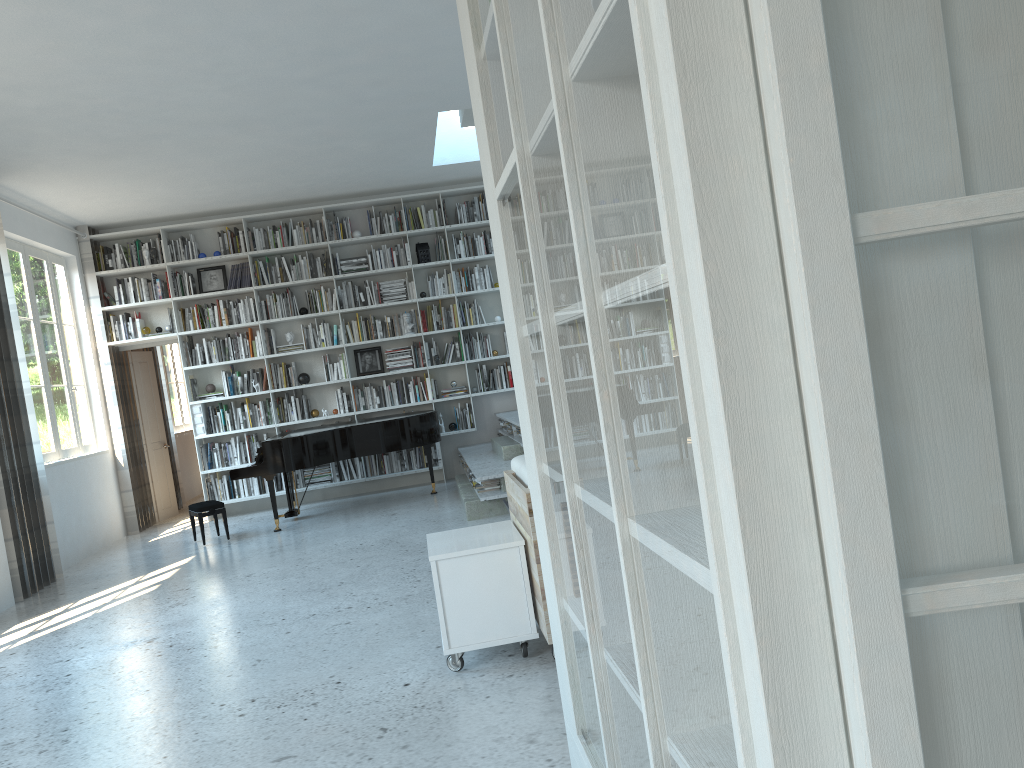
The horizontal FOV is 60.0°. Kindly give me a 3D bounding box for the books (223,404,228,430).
[{"bbox_3d":[-3.052,0.362,9.516,0.007,0.286,0.182,-9,2,-6],"label":"books"}]

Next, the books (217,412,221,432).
[{"bbox_3d":[-3.127,0.408,9.528,0.015,0.218,0.176,-9,2,-6],"label":"books"}]

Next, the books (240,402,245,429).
[{"bbox_3d":[-2.886,0.339,9.549,0.014,0.282,0.150,-9,2,-6],"label":"books"}]

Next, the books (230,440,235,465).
[{"bbox_3d":[-2.996,0.736,9.564,0.013,0.274,0.146,-9,2,-6],"label":"books"}]

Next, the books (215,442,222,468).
[{"bbox_3d":[-3.137,0.762,9.527,0.029,0.266,0.171,-9,2,-6],"label":"books"}]

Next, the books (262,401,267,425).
[{"bbox_3d":[-2.667,0.316,9.583,0.013,0.260,0.142,-9,2,-6],"label":"books"}]

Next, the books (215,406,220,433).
[{"bbox_3d":[-3.142,0.379,9.520,0.008,0.280,0.164,-9,2,-6],"label":"books"}]

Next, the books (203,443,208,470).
[{"bbox_3d":[-3.263,0.777,9.499,0.011,0.277,0.189,-9,2,-6],"label":"books"}]

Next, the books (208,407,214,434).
[{"bbox_3d":[-3.218,0.385,9.525,0.016,0.290,0.152,-9,2,-6],"label":"books"}]

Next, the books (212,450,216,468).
[{"bbox_3d":[-3.182,0.804,9.538,0.024,0.198,0.148,-9,2,-6],"label":"books"}]

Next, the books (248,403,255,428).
[{"bbox_3d":[-2.791,0.335,9.550,0.028,0.260,0.181,-9,2,-6],"label":"books"}]

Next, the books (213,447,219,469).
[{"bbox_3d":[-3.158,0.789,9.519,0.022,0.220,0.187,-9,2,-6],"label":"books"}]

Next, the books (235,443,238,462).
[{"bbox_3d":[-2.954,0.751,9.564,0.012,0.233,0.148,-9,2,-6],"label":"books"}]

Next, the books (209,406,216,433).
[{"bbox_3d":[-3.202,0.381,9.520,0.014,0.294,0.171,-9,2,-6],"label":"books"}]

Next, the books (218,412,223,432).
[{"bbox_3d":[-3.111,0.406,9.518,0.015,0.217,0.180,-9,2,-6],"label":"books"}]

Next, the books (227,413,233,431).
[{"bbox_3d":[-3.018,0.406,9.523,0.016,0.189,0.183,-9,2,-6],"label":"books"}]

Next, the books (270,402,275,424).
[{"bbox_3d":[-2.576,0.312,9.580,0.010,0.240,0.174,-9,2,-6],"label":"books"}]

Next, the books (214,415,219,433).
[{"bbox_3d":[-3.146,0.426,9.500,0.019,0.189,0.193,-9,2,-6],"label":"books"}]

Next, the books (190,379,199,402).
[{"bbox_3d":[-3.393,0.066,9.490,0.028,0.243,0.156,-9,2,-6],"label":"books"}]

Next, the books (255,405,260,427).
[{"bbox_3d":[-2.737,0.342,9.576,0.025,0.229,0.153,-9,2,-6],"label":"books"}]

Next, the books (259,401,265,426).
[{"bbox_3d":[-2.682,0.316,9.563,0.021,0.265,0.185,-9,2,-6],"label":"books"}]

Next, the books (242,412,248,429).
[{"bbox_3d":[-2.857,0.385,9.544,0.029,0.181,0.190,-9,2,-6],"label":"books"}]

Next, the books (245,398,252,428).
[{"bbox_3d":[-2.821,0.308,9.554,0.021,0.323,0.171,-9,2,-6],"label":"books"}]

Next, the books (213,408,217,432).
[{"bbox_3d":[-3.166,0.391,9.513,0.007,0.264,0.176,-9,2,-6],"label":"books"}]

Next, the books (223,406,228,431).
[{"bbox_3d":[-3.062,0.367,9.539,0.009,0.278,0.157,-9,2,-6],"label":"books"}]

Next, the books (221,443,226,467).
[{"bbox_3d":[-3.089,0.764,9.558,0.022,0.248,0.133,-9,2,-6],"label":"books"}]

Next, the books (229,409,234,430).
[{"bbox_3d":[-3.010,0.383,9.558,0.016,0.231,0.136,-9,2,-6],"label":"books"}]

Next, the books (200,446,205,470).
[{"bbox_3d":[-3.304,0.794,9.525,0.012,0.254,0.161,-9,2,-6],"label":"books"}]

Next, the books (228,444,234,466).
[{"bbox_3d":[-3.011,0.762,9.544,0.028,0.229,0.157,-9,2,-6],"label":"books"}]

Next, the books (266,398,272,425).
[{"bbox_3d":[-2.613,0.295,9.569,0.014,0.286,0.179,-9,2,-6],"label":"books"}]

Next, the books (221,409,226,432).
[{"bbox_3d":[-3.081,0.388,9.514,0.009,0.244,0.184,-9,2,-6],"label":"books"}]

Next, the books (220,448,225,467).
[{"bbox_3d":[-3.107,0.791,9.552,0.025,0.200,0.137,-9,2,-6],"label":"books"}]

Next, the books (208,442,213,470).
[{"bbox_3d":[-3.234,0.769,9.511,0.052,0.284,0.172,-9,2,-6],"label":"books"}]

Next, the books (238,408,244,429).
[{"bbox_3d":[-2.903,0.367,9.549,0.027,0.230,0.159,-9,2,-6],"label":"books"}]

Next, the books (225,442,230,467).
[{"bbox_3d":[-3.042,0.753,9.531,0.013,0.257,0.189,-9,2,-6],"label":"books"}]

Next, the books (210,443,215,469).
[{"bbox_3d":[-3.204,0.769,9.534,0.010,0.274,0.150,-9,2,-6],"label":"books"}]

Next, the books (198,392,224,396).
[{"bbox_3d":[-3.222,0.107,9.518,0.254,0.012,0.161,-9,1,-5],"label":"books"}]

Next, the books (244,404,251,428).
[{"bbox_3d":[-2.837,0.345,9.556,0.026,0.254,0.176,-9,2,-6],"label":"books"}]

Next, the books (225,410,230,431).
[{"bbox_3d":[-3.037,0.394,9.525,0.015,0.219,0.190,-9,2,-6],"label":"books"}]

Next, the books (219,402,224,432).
[{"bbox_3d":[-3.109,0.356,9.526,0.006,0.315,0.145,-9,2,-6],"label":"books"}]

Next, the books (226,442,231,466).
[{"bbox_3d":[-3.029,0.753,9.528,0.010,0.252,0.177,-9,2,-6],"label":"books"}]

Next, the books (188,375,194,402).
[{"bbox_3d":[-3.417,0.048,9.497,0.012,0.285,0.159,-9,2,-6],"label":"books"}]

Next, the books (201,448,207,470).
[{"bbox_3d":[-3.281,0.798,9.514,0.029,0.239,0.154,-9,2,-6],"label":"books"}]

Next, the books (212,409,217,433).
[{"bbox_3d":[-3.183,0.396,9.530,0.022,0.257,0.141,-9,2,-6],"label":"books"}]

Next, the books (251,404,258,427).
[{"bbox_3d":[-2.763,0.336,9.558,0.028,0.249,0.159,-9,2,-6],"label":"books"}]

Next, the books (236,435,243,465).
[{"bbox_3d":[-2.932,0.710,9.545,0.039,0.307,0.172,-9,2,-6],"label":"books"}]

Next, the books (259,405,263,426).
[{"bbox_3d":[-2.698,0.328,9.578,0.010,0.246,0.160,-9,2,-6],"label":"books"}]

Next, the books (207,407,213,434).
[{"bbox_3d":[-3.229,0.389,9.526,0.008,0.285,0.159,-9,2,-6],"label":"books"}]

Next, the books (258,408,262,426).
[{"bbox_3d":[-2.711,0.356,9.582,0.023,0.194,0.140,-9,2,-6],"label":"books"}]

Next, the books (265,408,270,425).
[{"bbox_3d":[-2.635,0.351,9.587,0.041,0.181,0.141,-9,2,-6],"label":"books"}]

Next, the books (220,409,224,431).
[{"bbox_3d":[-3.094,0.390,9.526,0.014,0.243,0.171,-9,2,-6],"label":"books"}]

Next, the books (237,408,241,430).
[{"bbox_3d":[-2.940,0.373,9.561,0.045,0.230,0.138,-9,2,-6],"label":"books"}]

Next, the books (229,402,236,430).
[{"bbox_3d":[-2.985,0.345,9.525,0.019,0.300,0.180,-9,2,-6],"label":"books"}]

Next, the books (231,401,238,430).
[{"bbox_3d":[-2.972,0.339,9.539,0.012,0.306,0.189,-9,2,-6],"label":"books"}]

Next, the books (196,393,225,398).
[{"bbox_3d":[-3.220,0.119,9.511,0.285,0.012,0.159,-9,1,-2],"label":"books"}]

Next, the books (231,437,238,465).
[{"bbox_3d":[-2.978,0.721,9.558,0.027,0.300,0.142,-9,2,-6],"label":"books"}]

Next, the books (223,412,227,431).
[{"bbox_3d":[-3.070,0.402,9.547,0.016,0.211,0.146,-9,2,-6],"label":"books"}]

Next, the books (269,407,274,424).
[{"bbox_3d":[-2.591,0.341,9.605,0.023,0.187,0.130,-9,2,-6],"label":"books"}]

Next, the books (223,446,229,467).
[{"bbox_3d":[-3.059,0.772,9.528,0.028,0.223,0.189,-9,2,-6],"label":"books"}]
